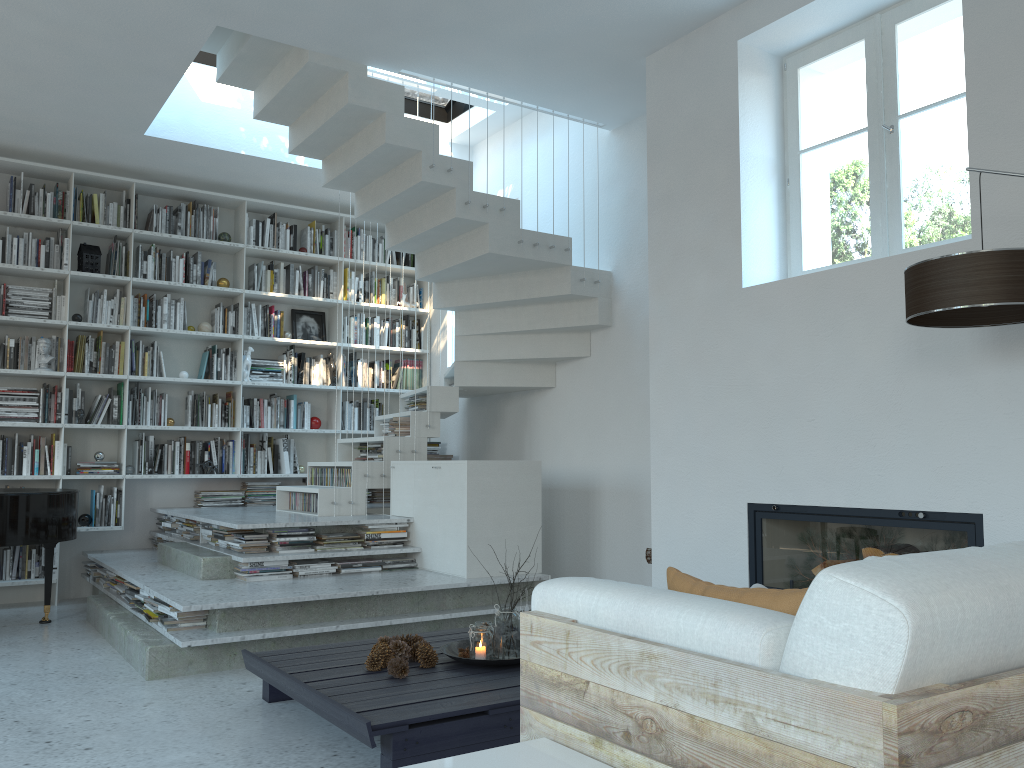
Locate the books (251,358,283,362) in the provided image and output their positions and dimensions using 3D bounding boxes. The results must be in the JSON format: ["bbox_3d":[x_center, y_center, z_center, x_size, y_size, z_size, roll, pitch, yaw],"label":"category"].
[{"bbox_3d":[-2.058,-0.192,7.345,0.285,0.012,0.159,3,-6,-31],"label":"books"}]

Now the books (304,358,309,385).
[{"bbox_3d":[-1.762,-0.097,7.528,0.031,0.242,0.147,3,-6,-33],"label":"books"}]

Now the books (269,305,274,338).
[{"bbox_3d":[-2.016,-0.501,7.383,0.014,0.284,0.175,3,-6,-33],"label":"books"}]

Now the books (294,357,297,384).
[{"bbox_3d":[-1.851,-0.100,7.457,0.030,0.236,0.179,3,-6,-33],"label":"books"}]

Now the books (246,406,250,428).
[{"bbox_3d":[-2.173,0.273,7.220,0.022,0.183,0.162,3,-6,-33],"label":"books"}]

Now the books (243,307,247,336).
[{"bbox_3d":[-2.212,-0.494,7.285,0.030,0.253,0.128,3,-5,-33],"label":"books"}]

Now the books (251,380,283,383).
[{"bbox_3d":[-2.058,-0.012,7.325,0.285,0.012,0.159,3,-6,-29],"label":"books"}]

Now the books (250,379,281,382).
[{"bbox_3d":[-2.058,-0.024,7.326,0.254,0.012,0.161,4,-7,-37],"label":"books"}]

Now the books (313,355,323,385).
[{"bbox_3d":[-1.662,-0.106,7.579,0.021,0.270,0.191,3,-6,-33],"label":"books"}]

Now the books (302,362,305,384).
[{"bbox_3d":[-1.791,-0.114,7.536,0.010,0.278,0.129,3,-5,-33],"label":"books"}]

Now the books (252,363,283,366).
[{"bbox_3d":[-2.058,-0.156,7.342,0.285,0.012,0.159,3,-6,-31],"label":"books"}]

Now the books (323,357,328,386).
[{"bbox_3d":[-1.618,-0.094,7.627,0.024,0.254,0.145,3,-5,-33],"label":"books"}]

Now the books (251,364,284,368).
[{"bbox_3d":[-2.054,-0.145,7.335,0.285,0.012,0.159,4,-7,-38],"label":"books"}]

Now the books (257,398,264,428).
[{"bbox_3d":[-2.079,0.247,7.273,0.045,0.246,0.186,3,-6,-33],"label":"books"}]

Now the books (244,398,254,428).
[{"bbox_3d":[-2.149,0.244,7.235,0.047,0.244,0.177,3,-6,-33],"label":"books"}]

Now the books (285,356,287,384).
[{"bbox_3d":[-1.923,-0.107,7.443,0.023,0.246,0.138,3,-5,-33],"label":"books"}]

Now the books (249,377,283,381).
[{"bbox_3d":[-2.057,-0.036,7.325,0.285,0.012,0.159,3,-6,-28],"label":"books"}]

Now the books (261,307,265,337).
[{"bbox_3d":[-2.092,-0.494,7.364,0.043,0.268,0.131,3,-5,-33],"label":"books"}]

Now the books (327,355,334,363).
[{"bbox_3d":[-1.563,-0.103,7.683,0.029,0.283,0.138,3,-5,-33],"label":"books"}]

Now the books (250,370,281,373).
[{"bbox_3d":[-2.062,-0.096,7.340,0.254,0.012,0.161,3,-6,-33],"label":"books"}]

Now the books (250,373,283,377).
[{"bbox_3d":[-2.060,-0.072,7.334,0.285,0.012,0.159,4,-6,-35],"label":"books"}]

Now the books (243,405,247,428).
[{"bbox_3d":[-2.192,0.271,7.210,0.023,0.186,0.159,3,-6,-33],"label":"books"}]

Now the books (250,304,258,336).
[{"bbox_3d":[-2.141,-0.509,7.313,0.065,0.288,0.146,3,-5,-33],"label":"books"}]

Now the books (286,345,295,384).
[{"bbox_3d":[-1.863,-0.153,7.444,0.010,0.339,0.180,3,-5,-33],"label":"books"}]

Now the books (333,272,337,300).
[{"bbox_3d":[-1.568,-0.829,7.708,0.031,0.265,0.169,3,-6,-33],"label":"books"}]

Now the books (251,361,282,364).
[{"bbox_3d":[-2.058,-0.168,7.343,0.254,0.012,0.161,3,-6,-31],"label":"books"}]

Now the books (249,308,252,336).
[{"bbox_3d":[-2.170,-0.491,7.285,0.011,0.247,0.156,3,-6,-33],"label":"books"}]

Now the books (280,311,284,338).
[{"bbox_3d":[-1.951,-0.477,7.417,0.026,0.243,0.178,3,-6,-33],"label":"books"}]

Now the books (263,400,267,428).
[{"bbox_3d":[-2.058,0.253,7.305,0.026,0.239,0.177,3,-6,-33],"label":"books"}]

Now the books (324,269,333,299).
[{"bbox_3d":[-1.593,-0.840,7.695,0.026,0.283,0.147,3,-5,-33],"label":"books"}]

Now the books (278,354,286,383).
[{"bbox_3d":[-1.928,-0.113,7.419,0.012,0.254,0.161,3,-6,-33],"label":"books"}]

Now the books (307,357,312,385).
[{"bbox_3d":[-1.746,-0.098,7.561,0.031,0.250,0.133,3,-5,-33],"label":"books"}]

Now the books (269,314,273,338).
[{"bbox_3d":[-2.022,-0.463,7.364,0.013,0.207,0.190,3,-6,-33],"label":"books"}]

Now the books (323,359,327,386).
[{"bbox_3d":[-1.637,-0.089,7.597,0.041,0.239,0.176,3,-6,-33],"label":"books"}]

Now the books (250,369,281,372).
[{"bbox_3d":[-2.054,-0.109,7.333,0.254,0.012,0.161,3,-6,-28],"label":"books"}]

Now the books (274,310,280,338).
[{"bbox_3d":[-1.976,-0.482,7.413,0.021,0.253,0.167,3,-6,-33],"label":"books"}]

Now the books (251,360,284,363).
[{"bbox_3d":[-2.058,-0.180,7.344,0.285,0.012,0.159,4,-6,-35],"label":"books"}]

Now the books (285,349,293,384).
[{"bbox_3d":[-1.873,-0.134,7.437,0.011,0.300,0.184,3,-6,-33],"label":"books"}]

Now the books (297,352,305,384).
[{"bbox_3d":[-1.805,-0.120,7.495,0.059,0.281,0.167,3,-6,-33],"label":"books"}]

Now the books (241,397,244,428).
[{"bbox_3d":[-2.213,0.237,7.212,0.012,0.254,0.161,3,-6,-33],"label":"books"}]

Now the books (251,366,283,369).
[{"bbox_3d":[-2.058,-0.132,7.340,0.285,0.012,0.159,3,-6,-31],"label":"books"}]

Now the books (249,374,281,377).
[{"bbox_3d":[-2.061,-0.060,7.332,0.254,0.012,0.161,3,-6,-31],"label":"books"}]

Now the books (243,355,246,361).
[{"bbox_3d":[-2.207,-0.115,7.211,0.027,0.221,0.184,3,-6,-33],"label":"books"}]

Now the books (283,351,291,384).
[{"bbox_3d":[-1.897,-0.125,7.452,0.012,0.285,0.159,3,-5,-33],"label":"books"}]

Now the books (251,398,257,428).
[{"bbox_3d":[-2.125,0.246,7.264,0.024,0.246,0.143,3,-5,-33],"label":"books"}]

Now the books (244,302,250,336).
[{"bbox_3d":[-2.186,-0.517,7.288,0.015,0.300,0.140,3,-5,-33],"label":"books"}]

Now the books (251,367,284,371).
[{"bbox_3d":[-2.057,-0.120,7.337,0.285,0.012,0.159,4,-6,-36],"label":"books"}]

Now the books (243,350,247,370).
[{"bbox_3d":[-2.201,-0.134,7.253,0.028,0.267,0.138,3,-5,-33],"label":"books"}]

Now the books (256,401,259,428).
[{"bbox_3d":[-2.104,0.257,7.262,0.011,0.223,0.163,3,-6,-33],"label":"books"}]

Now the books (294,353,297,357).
[{"bbox_3d":[-1.843,-0.120,7.485,0.013,0.280,0.131,3,-5,-33],"label":"books"}]

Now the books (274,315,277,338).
[{"bbox_3d":[-1.999,-0.463,7.397,0.033,0.213,0.153,3,-6,-33],"label":"books"}]

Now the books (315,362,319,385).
[{"bbox_3d":[-1.695,-0.077,7.584,0.025,0.213,0.155,3,-6,-33],"label":"books"}]

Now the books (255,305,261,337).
[{"bbox_3d":[-2.109,-0.505,7.341,0.012,0.285,0.159,3,-5,-33],"label":"books"}]

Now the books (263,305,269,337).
[{"bbox_3d":[-2.056,-0.504,7.360,0.012,0.287,0.176,3,-6,-33],"label":"books"}]

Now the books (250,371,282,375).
[{"bbox_3d":[-2.056,-0.084,7.330,0.254,0.012,0.161,4,-7,-38],"label":"books"}]

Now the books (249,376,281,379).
[{"bbox_3d":[-2.058,-0.048,7.328,0.254,0.012,0.161,3,-6,-29],"label":"books"}]

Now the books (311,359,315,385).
[{"bbox_3d":[-1.721,-0.089,7.576,0.028,0.235,0.129,3,-5,-33],"label":"books"}]
